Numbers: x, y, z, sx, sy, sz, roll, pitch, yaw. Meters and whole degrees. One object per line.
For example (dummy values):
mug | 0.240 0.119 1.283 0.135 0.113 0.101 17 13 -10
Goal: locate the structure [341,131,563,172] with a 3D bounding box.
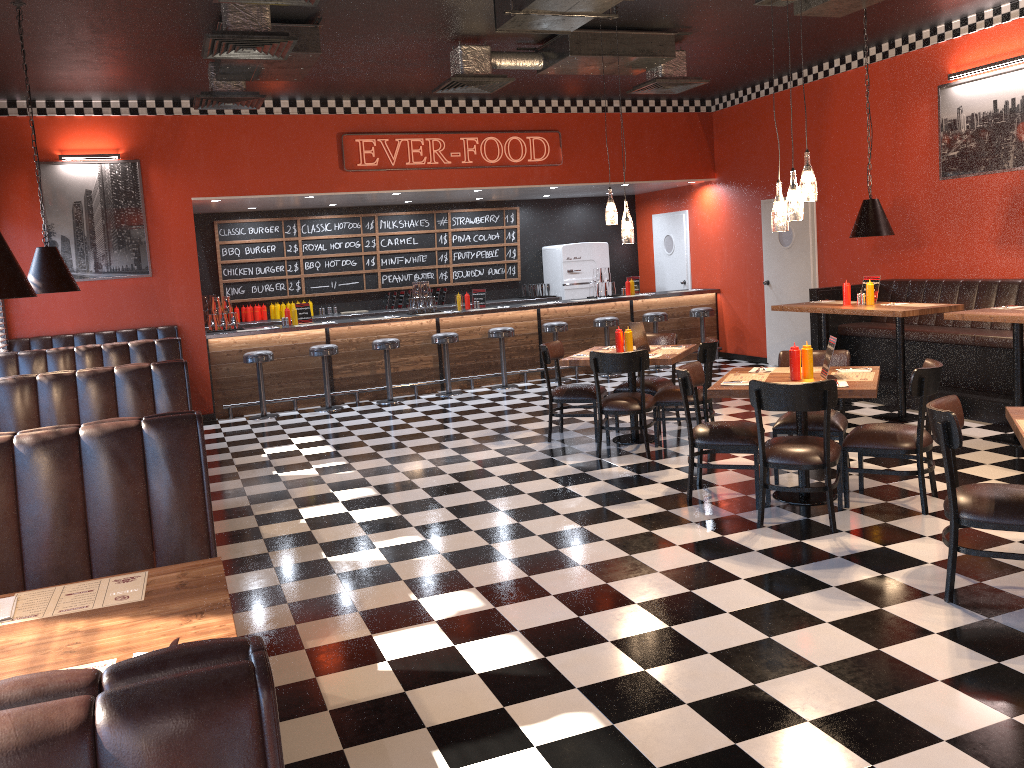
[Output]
structure | -0.699 -2.929 11.129 2.879 0.437 0.122 -7 7 -21

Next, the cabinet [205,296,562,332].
cabinet | -1.780 -0.591 13.087 5.293 0.995 0.677 -7 7 -21

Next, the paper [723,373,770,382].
paper | 1.537 -0.042 5.800 0.261 0.001 0.367 -1 9 22

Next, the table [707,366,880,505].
table | 1.851 0.340 5.705 0.960 0.770 0.962 -1 8 24

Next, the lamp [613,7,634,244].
lamp | 0.926 -2.169 7.460 0.108 1.957 0.109 -1 6 26

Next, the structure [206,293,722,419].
structure | -0.246 -0.407 11.586 7.051 1.035 0.216 -7 6 -21

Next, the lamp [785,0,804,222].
lamp | 1.683 -1.980 5.381 0.108 1.957 0.109 -2 6 21

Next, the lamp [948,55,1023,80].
lamp | 4.580 -2.938 8.049 0.081 0.056 1.449 -7 9 -21

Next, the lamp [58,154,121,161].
lamp | -4.596 -2.470 9.653 0.611 0.056 0.081 -7 8 -21

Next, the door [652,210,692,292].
door | 2.506 -1.593 13.908 0.162 2.169 1.030 -6 6 -21

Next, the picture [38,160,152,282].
picture | -4.577 -1.794 9.743 1.025 1.295 0.016 -6 6 -21

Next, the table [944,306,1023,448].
table | 4.036 -0.008 6.305 0.697 0.995 1.698 -6 8 -21

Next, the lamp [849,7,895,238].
lamp | 3.176 -2.340 7.889 0.382 2.035 0.384 -2 6 20

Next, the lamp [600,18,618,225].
lamp | 0.799 -2.349 7.576 0.109 1.957 0.109 -7 6 -29

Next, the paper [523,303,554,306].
paper | 0.342 -1.071 11.927 0.366 0.001 0.262 -8 9 -24

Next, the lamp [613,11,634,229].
lamp | 0.937 -2.245 7.576 0.109 1.957 0.108 -8 7 -34

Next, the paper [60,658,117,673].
paper | -1.072 0.690 1.933 0.366 0.001 0.262 -7 9 -19

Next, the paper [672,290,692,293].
paper | 2.453 -1.335 12.768 0.365 0.001 0.262 -5 8 -10

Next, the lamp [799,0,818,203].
lamp | 1.788 -2.108 5.435 0.108 1.957 0.109 1 8 41

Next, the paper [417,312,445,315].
paper | -1.029 -0.904 11.412 0.366 0.001 0.262 -7 9 -20

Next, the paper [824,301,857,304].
paper | 3.236 -0.799 8.676 0.261 0.001 0.367 -7 9 -18

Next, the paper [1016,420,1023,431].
paper | 2.338 0.190 3.810 0.261 0.001 0.367 0 9 23

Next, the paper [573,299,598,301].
paper | 1.010 -1.159 12.221 0.366 0.001 0.262 -7 9 -20

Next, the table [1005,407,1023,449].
table | 2.684 0.567 3.737 0.960 0.770 0.962 -1 8 24

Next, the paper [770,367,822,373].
paper | 1.943 -0.096 5.982 0.365 0.001 0.262 0 9 22

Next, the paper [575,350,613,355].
paper | 0.711 -0.273 7.789 0.261 0.001 0.367 0 9 24

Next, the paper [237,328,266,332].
paper | -3.099 -0.646 10.591 0.366 0.001 0.262 -7 9 -20

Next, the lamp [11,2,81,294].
lamp | -3.408 -1.671 6.328 0.382 2.035 0.384 -1 6 28

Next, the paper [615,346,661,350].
paper | 1.139 -0.327 7.961 0.365 0.001 0.262 0 9 26

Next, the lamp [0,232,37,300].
lamp | -2.537 -1.410 4.106 0.383 2.035 0.382 -9 7 -39

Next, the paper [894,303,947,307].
paper | 3.578 -0.693 7.781 0.261 0.001 0.367 -7 9 -18

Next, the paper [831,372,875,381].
paper | 2.131 -0.048 5.559 0.261 0.001 0.367 0 9 25

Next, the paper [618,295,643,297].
paper | 1.708 -1.243 12.482 0.366 0.001 0.262 -7 9 -20

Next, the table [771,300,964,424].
table | 3.264 -0.239 8.275 0.697 0.995 1.698 -6 8 -21

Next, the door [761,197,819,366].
door | 3.529 -1.286 11.299 0.162 2.169 1.030 -6 6 -21

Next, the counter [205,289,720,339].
counter | -0.395 -0.980 11.819 7.051 0.050 0.678 -7 9 -21

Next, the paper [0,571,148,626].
paper | -1.250 0.613 2.553 0.366 0.001 0.262 -7 9 -19

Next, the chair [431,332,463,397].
chair | -0.814 -0.253 11.077 0.348 0.771 0.350 -2 6 19

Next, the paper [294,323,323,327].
paper | -2.476 -0.725 10.846 0.366 0.001 0.262 -7 9 -20

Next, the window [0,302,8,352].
window | -5.058 -0.907 8.316 0.128 1.706 2.034 -6 7 -21

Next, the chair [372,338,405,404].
chair | -1.512 -0.168 10.808 0.348 0.771 0.350 -1 7 29

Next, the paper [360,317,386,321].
paper | -1.734 -0.820 11.155 0.366 0.001 0.262 -7 9 -20

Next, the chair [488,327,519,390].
chair | -0.116 -0.339 11.345 0.348 0.771 0.350 -1 7 24

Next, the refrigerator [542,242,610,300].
refrigerator | 1.062 -1.326 14.046 0.804 1.795 0.852 -6 7 -21

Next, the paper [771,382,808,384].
paper | 1.697 0.010 5.364 0.365 0.001 0.262 0 9 22

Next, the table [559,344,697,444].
table | 1.050 0.106 7.708 0.956 0.770 0.965 -1 8 24

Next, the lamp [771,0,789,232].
lamp | 1.629 -1.933 5.495 0.108 1.957 0.109 -5 6 -9

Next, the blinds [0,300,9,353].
blinds | -4.989 -0.936 8.344 0.099 1.627 1.875 -6 7 -21

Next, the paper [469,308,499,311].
paper | -0.386 -0.982 11.652 0.366 0.001 0.262 -7 9 -20

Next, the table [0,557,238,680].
table | -1.516 1.083 2.126 1.694 0.770 0.960 -7 8 -21

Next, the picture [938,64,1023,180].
picture | 4.638 -2.434 8.126 0.023 0.935 1.776 -6 8 -21

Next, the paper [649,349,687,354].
paper | 1.325 -0.276 7.522 0.261 0.001 0.367 0 9 24

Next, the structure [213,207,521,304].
structure | -1.994 -1.949 13.158 4.550 1.141 0.201 -7 6 -21
